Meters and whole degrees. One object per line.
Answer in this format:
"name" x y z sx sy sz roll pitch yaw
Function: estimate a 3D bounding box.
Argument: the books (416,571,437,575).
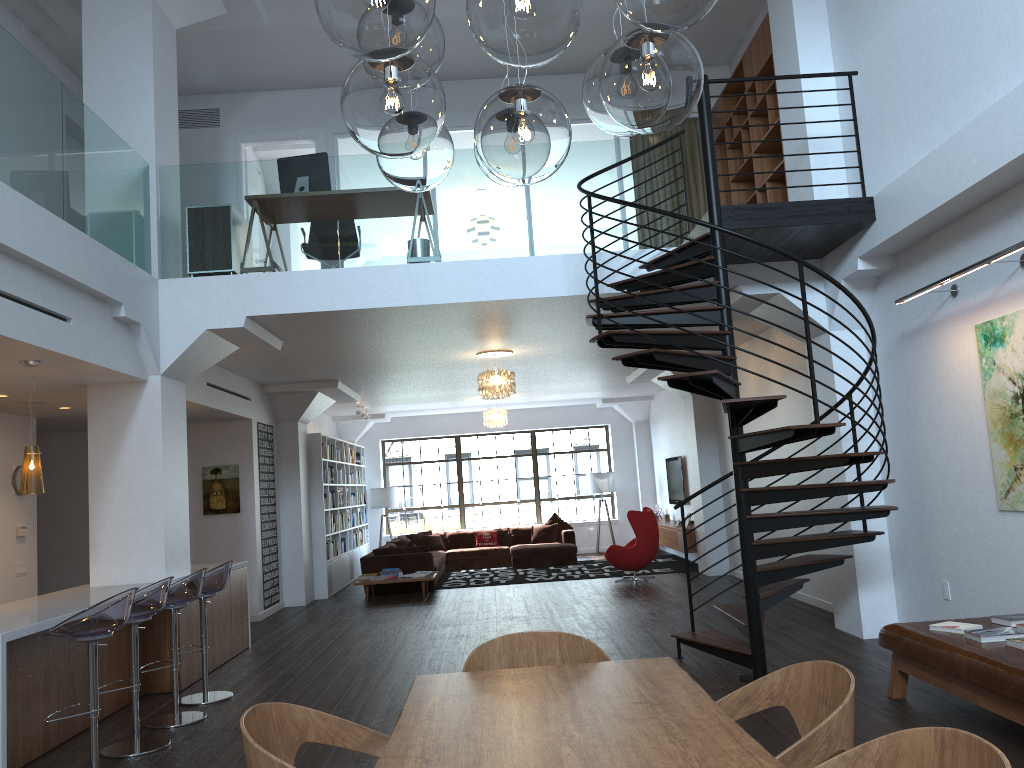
"books" -1.255 2.710 12.746 0.256 0.035 0.350 -7 -7 23

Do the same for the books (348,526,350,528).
"books" -2.921 2.473 15.271 0.246 0.038 0.171 -4 -7 -2

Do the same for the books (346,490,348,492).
"books" -2.942 1.846 15.246 0.223 0.031 0.161 -4 -7 -2

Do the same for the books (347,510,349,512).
"books" -2.919 2.194 15.302 0.185 0.041 0.129 -5 -7 13

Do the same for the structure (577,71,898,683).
"structure" 1.561 -0.130 6.357 1.998 4.352 1.998 2 -9 -41

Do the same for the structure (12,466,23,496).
"structure" -4.970 0.979 8.996 0.040 0.300 0.300 -4 -7 -2

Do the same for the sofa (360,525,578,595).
"sofa" -0.537 2.888 15.083 3.481 0.664 4.197 -4 -7 -2

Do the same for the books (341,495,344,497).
"books" -2.934 1.885 14.892 0.183 0.042 0.253 -4 -7 -2

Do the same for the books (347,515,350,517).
"books" -2.925 2.281 15.306 0.223 0.032 0.161 -4 -7 -2

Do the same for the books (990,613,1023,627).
"books" 2.911 1.348 5.069 0.254 0.044 0.183 -3 -7 -7

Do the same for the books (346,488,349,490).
"books" -2.944 1.817 15.257 0.224 0.030 0.161 -5 -7 8

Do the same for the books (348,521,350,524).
"books" -2.934 2.401 15.307 0.259 0.040 0.180 -4 -7 -2

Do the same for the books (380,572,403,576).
"books" -1.741 2.750 12.799 0.312 0.037 0.216 -3 -7 -12

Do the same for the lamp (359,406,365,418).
"lamp" -2.595 0.487 15.417 0.120 0.211 0.111 2 -9 -42

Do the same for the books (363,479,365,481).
"books" -3.016 1.886 17.282 0.254 0.032 0.174 -8 -8 33

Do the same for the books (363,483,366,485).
"books" -3.014 1.953 17.279 0.284 0.035 0.197 -8 -7 28

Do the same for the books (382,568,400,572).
"books" -1.746 2.684 12.809 0.224 0.027 0.157 -4 -7 3

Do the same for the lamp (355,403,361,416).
"lamp" -2.585 0.428 14.915 0.111 0.211 0.120 -8 -8 32

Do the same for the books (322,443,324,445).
"books" -2.935 1.020 13.432 0.159 0.248 0.089 -4 -7 -2

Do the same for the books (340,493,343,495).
"books" -2.944 1.850 14.902 0.161 0.033 0.223 -4 -7 -2

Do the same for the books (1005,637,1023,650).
"books" 2.627 1.297 4.440 0.224 0.032 0.161 -4 -7 -2

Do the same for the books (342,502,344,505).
"books" -2.923 2.009 14.872 0.160 0.039 0.251 -4 -7 3

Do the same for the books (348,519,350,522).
"books" -2.922 2.356 15.298 0.231 0.044 0.168 -3 -7 -7

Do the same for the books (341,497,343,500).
"books" -2.939 1.928 14.891 0.168 0.045 0.231 -3 -7 -7

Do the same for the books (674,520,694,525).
"books" 2.811 2.267 14.490 0.250 0.053 0.400 -4 -7 -2

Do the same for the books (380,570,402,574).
"books" -1.749 2.715 12.807 0.279 0.035 0.191 -5 -7 8

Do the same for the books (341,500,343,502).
"books" -2.950 1.971 14.871 0.180 0.042 0.259 -4 -7 -2

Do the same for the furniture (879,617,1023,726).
"furniture" 2.732 1.550 4.583 0.907 0.453 1.819 -4 -7 -2

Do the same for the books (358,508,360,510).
"books" -2.944 2.328 16.426 0.224 0.030 0.161 -5 -7 8

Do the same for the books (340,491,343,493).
"books" -2.961 1.825 14.928 0.223 0.027 0.161 -3 -7 -12

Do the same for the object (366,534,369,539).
"object" -2.958 2.961 17.161 0.331 0.088 0.410 -4 -7 -2

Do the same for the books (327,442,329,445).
"books" -2.946 1.051 13.859 0.176 0.293 0.125 -4 -7 -2

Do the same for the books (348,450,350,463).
"books" -2.989 1.306 15.846 0.171 0.246 0.057 -4 -7 -2

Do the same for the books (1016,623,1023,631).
"books" 2.899 1.311 4.752 0.283 0.043 0.197 -4 -7 -2

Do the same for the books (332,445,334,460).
"books" -2.945 1.110 14.210 0.182 0.255 0.077 -4 -7 -2

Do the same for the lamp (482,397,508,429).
"lamp" -0.293 0.496 15.390 0.441 0.539 0.442 -10 -9 40

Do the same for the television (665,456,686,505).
"television" 2.820 1.677 15.339 0.013 0.816 1.324 -4 -7 -2

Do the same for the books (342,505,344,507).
"books" -2.918 2.048 14.869 0.171 0.039 0.246 -4 -7 -2

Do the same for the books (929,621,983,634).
"books" 2.508 1.376 5.016 0.161 0.031 0.223 -1 -7 -24

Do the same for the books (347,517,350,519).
"books" -2.929 2.315 15.295 0.253 0.040 0.183 -4 -7 -2

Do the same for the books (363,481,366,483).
"books" -3.016 1.920 17.283 0.284 0.033 0.197 -6 -7 13

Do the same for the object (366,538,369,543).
"object" -2.952 3.048 17.151 0.331 0.088 0.410 -4 -7 -2

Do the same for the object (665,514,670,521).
"object" 2.805 2.412 16.022 0.089 0.110 0.089 -10 -9 43

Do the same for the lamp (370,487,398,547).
"lamp" -2.495 2.843 17.499 0.545 1.579 0.545 -3 -7 -13

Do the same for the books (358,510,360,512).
"books" -2.942 2.356 16.414 0.223 0.031 0.161 -4 -7 -2

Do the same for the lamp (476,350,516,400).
"lamp" -0.185 -0.094 10.364 0.441 0.539 0.442 -10 -9 40

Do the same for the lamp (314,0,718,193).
"lamp" -0.036 -1.579 2.036 0.849 2.140 1.787 -4 -7 -3

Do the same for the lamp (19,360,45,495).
"lamp" -2.456 -0.092 7.120 0.149 1.807 2.842 -9 -8 37

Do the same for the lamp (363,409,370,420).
"lamp" -2.605 0.547 15.932 0.120 0.211 0.111 -1 -7 -27

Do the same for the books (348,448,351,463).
"books" -2.995 1.294 15.931 0.176 0.290 0.053 -4 -7 -2

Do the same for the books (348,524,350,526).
"books" -2.926 2.436 15.278 0.251 0.037 0.160 -4 -7 3

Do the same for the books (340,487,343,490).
"books" -2.936 1.763 14.924 0.129 0.043 0.185 -5 -7 13

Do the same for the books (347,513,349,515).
"books" -2.903 2.250 15.296 0.161 0.026 0.223 -3 -7 -12

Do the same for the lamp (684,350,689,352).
"lamp" 2.046 -0.418 10.404 0.120 0.211 0.111 2 -9 -42

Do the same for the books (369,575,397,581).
"books" -1.803 2.709 12.398 0.236 0.035 0.340 -7 -7 23

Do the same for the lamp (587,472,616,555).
"lamp" 1.809 2.545 17.521 0.545 1.579 0.545 -5 -7 9

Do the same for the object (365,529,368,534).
"object" -2.972 2.874 17.171 0.316 0.088 0.410 -4 -7 -2

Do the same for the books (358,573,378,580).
"books" -2.057 2.760 12.731 0.241 0.045 0.334 -4 -7 0

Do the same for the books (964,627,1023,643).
"books" 2.564 1.330 4.701 0.247 0.040 0.185 -4 -7 1

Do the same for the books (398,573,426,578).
"books" -1.402 2.680 12.400 0.342 0.040 0.231 -9 -8 38
